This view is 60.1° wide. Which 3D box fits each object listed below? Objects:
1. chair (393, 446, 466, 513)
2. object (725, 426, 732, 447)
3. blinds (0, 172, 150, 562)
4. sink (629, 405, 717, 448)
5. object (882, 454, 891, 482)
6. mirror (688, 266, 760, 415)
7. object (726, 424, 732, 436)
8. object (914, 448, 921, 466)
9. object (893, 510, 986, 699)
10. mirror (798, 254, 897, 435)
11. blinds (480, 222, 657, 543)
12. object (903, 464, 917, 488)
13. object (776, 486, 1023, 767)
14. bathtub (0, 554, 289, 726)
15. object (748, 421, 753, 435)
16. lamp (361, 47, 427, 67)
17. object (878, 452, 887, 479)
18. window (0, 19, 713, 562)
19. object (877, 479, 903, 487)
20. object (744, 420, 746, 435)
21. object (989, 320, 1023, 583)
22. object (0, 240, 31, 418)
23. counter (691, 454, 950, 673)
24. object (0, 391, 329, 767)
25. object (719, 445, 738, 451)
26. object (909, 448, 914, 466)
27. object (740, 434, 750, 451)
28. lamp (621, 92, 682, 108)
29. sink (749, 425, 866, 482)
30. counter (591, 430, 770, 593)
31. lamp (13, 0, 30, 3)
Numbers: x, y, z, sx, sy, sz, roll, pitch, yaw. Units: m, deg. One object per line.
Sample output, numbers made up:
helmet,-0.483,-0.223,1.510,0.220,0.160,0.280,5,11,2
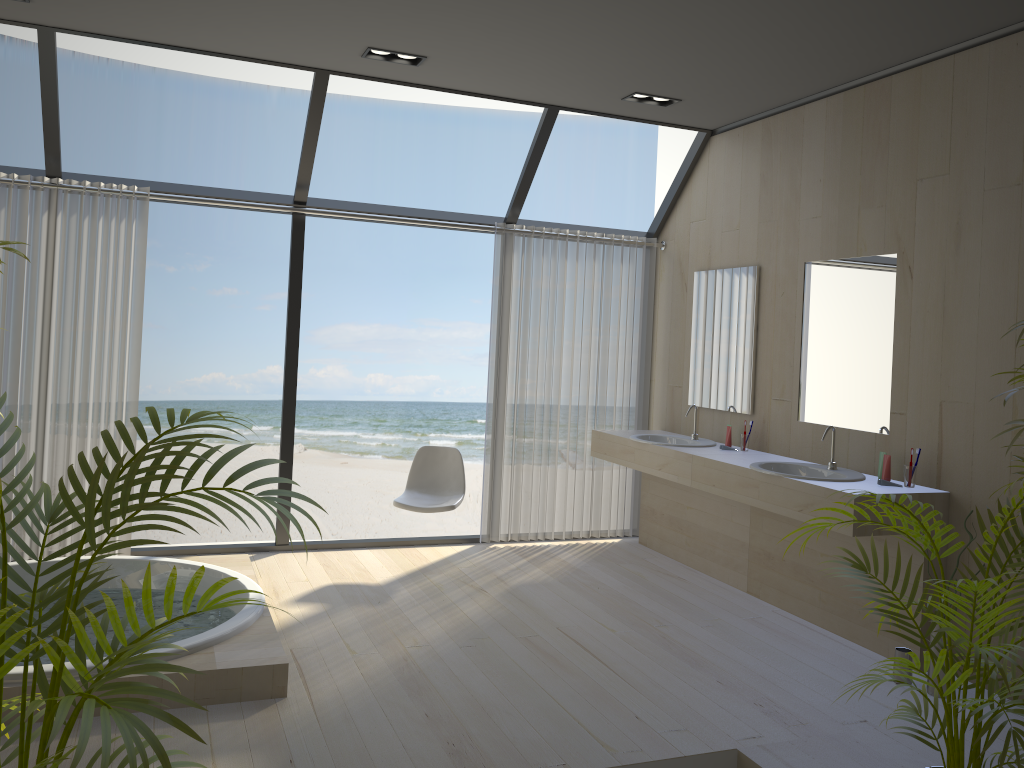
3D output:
chair,-0.473,0.564,5.233,0.369,0.347,0.454,3,2,7
object,1.261,0.313,5.148,0.039,0.135,0.039,3,0,27
blinds,-2.635,-0.085,4.750,1.181,2.071,0.084,3,-1,-22
sink,0.980,0.332,5.404,0.503,0.419,0.574,2,2,-18
object,1.704,0.390,4.026,0.039,0.135,0.039,3,0,20
mirror,1.300,-0.276,5.471,0.023,0.869,0.654,3,0,-22
object,1.288,0.309,5.258,0.039,0.135,0.039,3,0,27
object,1.797,0.374,3.960,0.054,0.175,0.012,3,-1,4
object,1.812,0.889,3.683,0.406,0.749,0.274,3,0,-34
mirror,1.706,-0.210,4.518,0.023,0.869,0.654,3,0,-22
blinds,0.388,0.003,5.946,1.181,2.071,0.084,3,-1,-22
object,1.780,0.414,3.961,0.058,0.100,0.058,3,0,-11
object,1.172,0.701,2.379,0.916,1.157,0.750,3,0,12
bathtub,-1.968,1.015,3.668,1.819,0.698,1.650,2,2,-22
object,1.354,0.297,5.081,0.054,0.175,0.012,3,-1,4
lamp,-0.597,-1.712,4.495,0.300,0.112,0.164,2,2,-22
object,1.731,0.386,4.137,0.039,0.135,0.039,3,0,20
window,-1.027,-0.370,5.175,4.556,2.815,0.745,2,0,-22
object,1.685,0.442,3.947,0.104,0.029,0.032,4,2,19
object,1.329,0.296,5.054,0.012,0.178,0.050,3,0,18
object,1.866,0.432,2.695,0.787,1.757,0.935,3,0,3
object,-1.944,0.261,2.399,0.787,1.757,0.935,3,0,3
counter,1.434,0.822,4.327,0.550,0.791,1.207,3,2,-22
object,-0.858,0.549,1.669,1.064,1.346,0.874,2,1,-33
object,1.242,0.365,5.068,0.104,0.029,0.032,4,2,19
object,1.773,0.373,3.933,0.012,0.178,0.050,3,0,18
object,1.336,0.337,5.082,0.058,0.100,0.058,3,0,-15
lamp,0.797,-1.671,5.046,0.300,0.112,0.164,2,2,-22
sink,1.423,0.409,4.283,0.503,0.419,0.574,2,2,-18
counter,0.991,0.745,5.449,0.550,0.791,1.207,3,2,-22
lamp,-2.267,-1.760,3.834,0.300,0.112,0.164,2,2,-22
